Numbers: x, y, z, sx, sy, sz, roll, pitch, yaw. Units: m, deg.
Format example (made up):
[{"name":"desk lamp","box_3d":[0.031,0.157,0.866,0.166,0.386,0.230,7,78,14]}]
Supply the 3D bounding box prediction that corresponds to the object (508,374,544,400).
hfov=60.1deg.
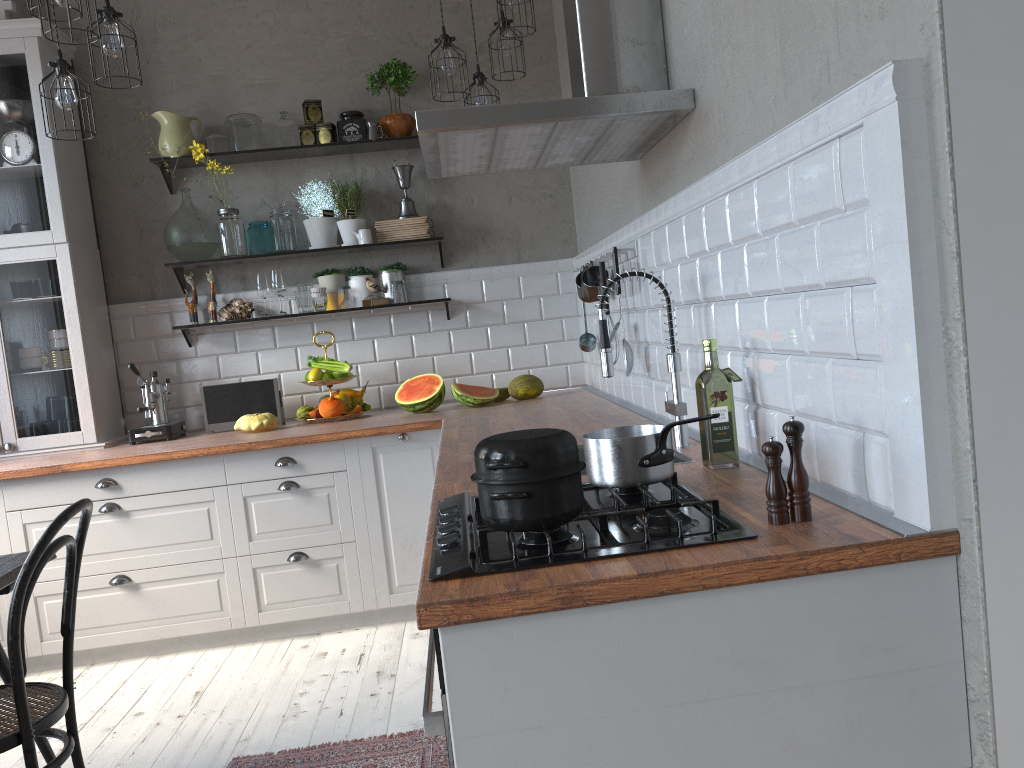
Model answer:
[{"name":"object","box_3d":[0.066,0.014,4.195,0.208,0.119,0.129,-10,5,-42]}]

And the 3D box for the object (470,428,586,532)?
[{"name":"object","box_3d":[0.028,0.154,1.447,0.193,0.147,0.190,-8,4,-25]}]

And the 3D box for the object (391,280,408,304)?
[{"name":"object","box_3d":[-0.554,-0.449,4.330,0.078,0.108,0.077,-7,4,-11]}]

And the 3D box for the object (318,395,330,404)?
[{"name":"object","box_3d":[-0.870,0.085,4.270,0.078,0.076,0.156,-5,4,22]}]

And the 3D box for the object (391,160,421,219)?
[{"name":"object","box_3d":[-0.526,-0.953,4.368,0.132,0.288,0.129,-8,4,-19]}]

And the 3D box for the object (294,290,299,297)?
[{"name":"object","box_3d":[-1.033,-0.421,4.372,0.077,0.083,0.078,-5,4,13]}]

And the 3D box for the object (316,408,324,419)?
[{"name":"object","box_3d":[-0.905,0.140,4.196,0.071,0.076,0.226,-8,4,-21]}]

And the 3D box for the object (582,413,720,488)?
[{"name":"object","box_3d":[0.282,0.118,1.701,0.298,0.134,0.178,-4,5,30]}]

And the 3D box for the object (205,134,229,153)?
[{"name":"object","box_3d":[-1.416,-1.139,4.265,0.103,0.111,0.103,-7,4,-5]}]

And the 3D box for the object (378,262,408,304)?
[{"name":"object","box_3d":[-0.585,-0.502,4.438,0.159,0.213,0.152,-7,4,-7]}]

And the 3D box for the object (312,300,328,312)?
[{"name":"object","box_3d":[-0.922,-0.376,4.267,0.078,0.051,0.076,-7,4,-12]}]

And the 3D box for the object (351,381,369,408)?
[{"name":"object","box_3d":[-0.733,0.051,4.225,0.060,0.120,0.127,-5,4,20]}]

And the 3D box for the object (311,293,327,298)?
[{"name":"object","box_3d":[-0.926,-0.410,4.265,0.076,0.051,0.078,-5,4,14]}]

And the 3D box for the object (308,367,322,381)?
[{"name":"object","box_3d":[-0.913,-0.042,4.115,0.058,0.069,0.079,-5,4,15]}]

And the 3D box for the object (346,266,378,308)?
[{"name":"object","box_3d":[-0.749,-0.484,4.414,0.170,0.214,0.150,-4,4,25]}]

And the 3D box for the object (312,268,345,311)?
[{"name":"object","box_3d":[-0.903,-0.471,4.390,0.159,0.217,0.153,-8,4,-25]}]

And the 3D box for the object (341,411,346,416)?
[{"name":"object","box_3d":[-0.814,0.139,4.155,0.070,0.065,0.070,-5,4,16]}]

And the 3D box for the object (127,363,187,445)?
[{"name":"object","box_3d":[-1.661,0.081,4.063,0.206,0.370,0.352,-7,4,-4]}]

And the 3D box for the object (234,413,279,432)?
[{"name":"object","box_3d":[-1.155,0.174,4.006,0.197,0.083,0.188,-6,4,-4]}]

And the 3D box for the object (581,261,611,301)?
[{"name":"object","box_3d":[0.333,-0.407,3.476,0.107,0.161,0.138,-5,4,13]}]

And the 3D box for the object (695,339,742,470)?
[{"name":"object","box_3d":[0.458,0.041,1.935,0.090,0.282,0.081,-7,4,-4]}]

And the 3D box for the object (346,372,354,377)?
[{"name":"object","box_3d":[-0.778,-0.041,4.209,0.052,0.050,0.049,-6,4,5]}]

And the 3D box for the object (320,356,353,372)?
[{"name":"object","box_3d":[-0.833,-0.092,4.232,0.179,0.096,0.089,-5,4,15]}]

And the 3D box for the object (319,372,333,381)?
[{"name":"object","box_3d":[-0.870,-0.025,4.136,0.064,0.061,0.066,-7,4,-4]}]

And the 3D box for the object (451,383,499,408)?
[{"name":"object","box_3d":[-0.160,0.045,4.048,0.227,0.127,0.146,-8,4,-22]}]

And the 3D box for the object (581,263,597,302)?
[{"name":"object","box_3d":[0.334,-0.415,3.603,0.108,0.161,0.136,-6,4,-2]}]

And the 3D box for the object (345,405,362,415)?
[{"name":"object","box_3d":[-0.744,0.125,4.155,0.088,0.051,0.069,-3,5,43]}]

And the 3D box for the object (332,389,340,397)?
[{"name":"object","box_3d":[-0.840,0.071,4.265,0.086,0.093,0.086,-7,4,-8]}]

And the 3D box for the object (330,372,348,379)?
[{"name":"object","box_3d":[-0.817,-0.032,4.175,0.077,0.062,0.098,-9,5,-31]}]

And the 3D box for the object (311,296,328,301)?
[{"name":"object","box_3d":[-0.924,-0.393,4.266,0.078,0.051,0.076,-7,4,-12]}]

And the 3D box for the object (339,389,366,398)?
[{"name":"object","box_3d":[-0.761,0.047,4.229,0.128,0.056,0.059,-7,4,-13]}]

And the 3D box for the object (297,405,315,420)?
[{"name":"object","box_3d":[-0.962,0.133,4.210,0.075,0.072,0.154,-4,4,25]}]

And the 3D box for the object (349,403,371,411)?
[{"name":"object","box_3d":[-0.770,0.110,4.274,0.213,0.044,0.055,-4,5,33]}]

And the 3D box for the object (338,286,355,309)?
[{"name":"object","box_3d":[-0.814,-0.421,4.331,0.078,0.108,0.077,-7,4,-11]}]

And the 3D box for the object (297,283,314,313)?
[{"name":"object","box_3d":[-0.997,-0.414,4.300,0.080,0.139,0.077,-9,5,-32]}]

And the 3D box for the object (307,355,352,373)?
[{"name":"object","box_3d":[-0.858,-0.095,4.161,0.211,0.101,0.067,-6,4,1]}]

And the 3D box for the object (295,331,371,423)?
[{"name":"object","box_3d":[-0.868,-0.039,4.190,0.357,0.426,0.347,-8,4,-19]}]

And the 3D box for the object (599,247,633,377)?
[{"name":"object","box_3d":[0.348,-0.249,3.117,0.081,0.443,0.328,-7,4,-3]}]

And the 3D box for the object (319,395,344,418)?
[{"name":"object","box_3d":[-0.833,0.104,4.077,0.115,0.111,0.109,-9,5,-37]}]

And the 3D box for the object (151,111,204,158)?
[{"name":"object","box_3d":[-1.577,-1.170,4.188,0.189,0.216,0.174,-6,4,9]}]

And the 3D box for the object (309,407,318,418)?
[{"name":"object","box_3d":[-0.920,0.134,4.178,0.084,0.057,0.089,-4,4,28]}]

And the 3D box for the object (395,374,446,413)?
[{"name":"object","box_3d":[-0.422,0.048,4.071,0.233,0.174,0.220,-5,4,17]}]

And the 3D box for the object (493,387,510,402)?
[{"name":"object","box_3d":[-0.070,0.050,4.233,0.204,0.073,0.117,-10,5,-41]}]

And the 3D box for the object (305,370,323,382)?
[{"name":"object","box_3d":[-0.930,-0.029,4.189,0.097,0.078,0.100,-7,4,-17]}]

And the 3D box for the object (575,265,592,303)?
[{"name":"object","box_3d":[0.325,-0.423,3.731,0.108,0.161,0.137,-6,4,8]}]

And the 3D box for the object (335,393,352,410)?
[{"name":"object","box_3d":[-0.799,0.084,4.155,0.087,0.078,0.089,-5,4,22]}]

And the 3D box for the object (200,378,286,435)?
[{"name":"object","box_3d":[-1.272,0.103,4.192,0.353,0.226,0.087,-7,4,-5]}]

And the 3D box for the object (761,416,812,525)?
[{"name":"object","box_3d":[0.434,0.135,1.406,0.073,0.167,0.036,-7,4,-5]}]

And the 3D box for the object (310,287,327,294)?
[{"name":"object","box_3d":[-0.928,-0.435,4.263,0.078,0.051,0.076,-8,4,-19]}]

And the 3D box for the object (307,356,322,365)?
[{"name":"object","box_3d":[-0.926,-0.108,4.158,0.074,0.058,0.050,-8,4,-28]}]

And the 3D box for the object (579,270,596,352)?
[{"name":"object","box_3d":[0.327,-0.332,3.997,0.077,0.379,0.082,-7,4,-4]}]

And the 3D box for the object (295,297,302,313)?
[{"name":"object","box_3d":[-1.029,-0.388,4.374,0.077,0.083,0.078,-5,4,13]}]

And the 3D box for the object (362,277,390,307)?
[{"name":"object","box_3d":[-0.666,-0.454,4.336,0.121,0.147,0.098,-9,5,-37]}]
